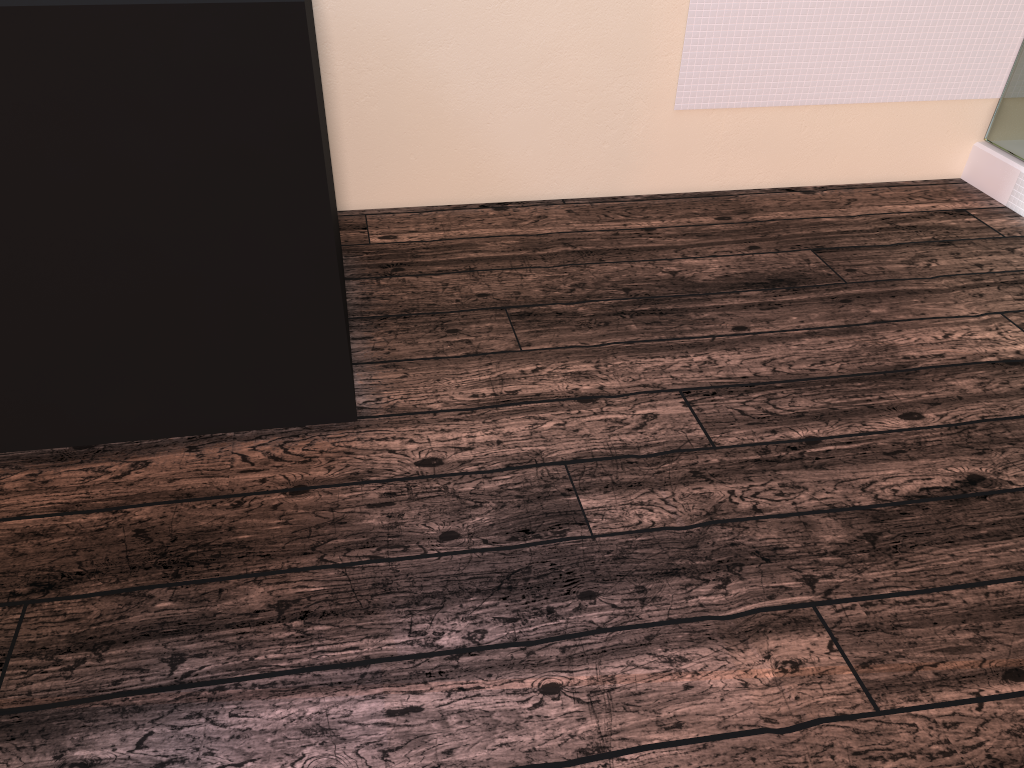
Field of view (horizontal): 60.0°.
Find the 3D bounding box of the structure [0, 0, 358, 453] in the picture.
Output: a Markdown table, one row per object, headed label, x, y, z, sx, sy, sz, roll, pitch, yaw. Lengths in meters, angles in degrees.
| label | x | y | z | sx | sy | sz | roll | pitch | yaw |
| --- | --- | --- | --- | --- | --- | --- | --- | --- | --- |
| structure | -0.802 | -0.448 | 1.757 | 0.869 | 0.877 | 0.785 | -6 | 38 | -9 |
